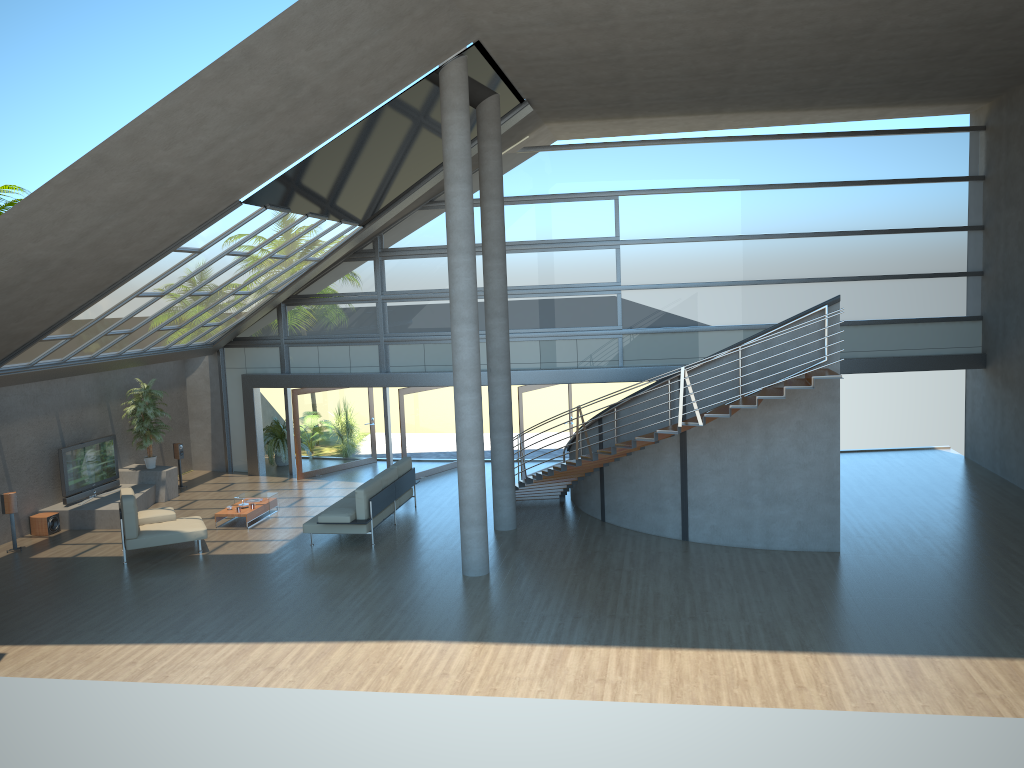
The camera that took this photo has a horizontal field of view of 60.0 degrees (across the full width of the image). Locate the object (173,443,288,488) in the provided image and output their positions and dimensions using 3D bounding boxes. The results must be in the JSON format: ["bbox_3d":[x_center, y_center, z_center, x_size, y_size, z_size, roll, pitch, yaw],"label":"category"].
[{"bbox_3d":[-9.088,2.041,16.712,7.863,0.982,21.345,-1,6,13],"label":"object"}]

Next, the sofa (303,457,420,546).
[{"bbox_3d":[-2.536,1.955,15.179,1.166,0.947,3.079,-1,6,10],"label":"sofa"}]

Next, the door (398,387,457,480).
[{"bbox_3d":[-1.658,0.959,19.243,0.200,1.977,2.298,2,7,33],"label":"door"}]

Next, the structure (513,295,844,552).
[{"bbox_3d":[1.919,0.556,13.712,2.349,3.653,6.809,-8,8,-42],"label":"structure"}]

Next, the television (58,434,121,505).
[{"bbox_3d":[-7.871,1.596,16.562,0.396,1.063,1.568,-1,6,10],"label":"television"}]

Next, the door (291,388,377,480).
[{"bbox_3d":[-3.956,0.976,19.950,0.200,1.977,2.298,2,8,39],"label":"door"}]

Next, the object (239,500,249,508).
[{"bbox_3d":[-4.751,2.112,15.702,0.178,0.161,0.178,-7,8,-38],"label":"object"}]

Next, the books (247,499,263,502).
[{"bbox_3d":[-4.704,2.128,16.240,0.275,0.005,0.189,-3,6,-7],"label":"books"}]

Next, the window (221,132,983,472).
[{"bbox_3d":[1.481,-1.417,18.421,16.616,6.630,1.098,-1,6,8],"label":"window"}]

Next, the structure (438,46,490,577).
[{"bbox_3d":[-0.645,-0.918,11.991,0.381,7.125,0.382,-1,6,10],"label":"structure"}]

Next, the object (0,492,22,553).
[{"bbox_3d":[-8.097,2.236,14.344,0.234,0.959,0.171,-5,7,-25],"label":"object"}]

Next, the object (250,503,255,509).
[{"bbox_3d":[-4.561,2.145,15.606,0.070,0.101,0.085,2,7,38],"label":"object"}]

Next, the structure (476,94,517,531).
[{"bbox_3d":[-0.250,-1.171,14.269,0.381,7.125,0.382,-7,7,-36],"label":"structure"}]

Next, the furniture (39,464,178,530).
[{"bbox_3d":[-7.363,2.114,17.002,1.577,0.610,2.936,-1,6,10],"label":"furniture"}]

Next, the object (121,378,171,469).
[{"bbox_3d":[-7.348,0.782,17.840,0.932,1.857,0.895,-6,7,-31],"label":"object"}]

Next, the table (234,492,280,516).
[{"bbox_3d":[-4.677,2.202,16.268,0.680,0.342,0.400,-1,6,10],"label":"table"}]

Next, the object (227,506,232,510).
[{"bbox_3d":[-4.970,2.169,15.606,0.102,0.086,0.100,-1,6,14],"label":"object"}]

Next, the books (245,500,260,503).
[{"bbox_3d":[-4.730,2.138,16.194,0.275,0.005,0.189,-3,6,-10],"label":"books"}]

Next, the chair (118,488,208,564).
[{"bbox_3d":[-5.555,2.139,14.077,1.244,1.023,1.217,-5,7,-24],"label":"chair"}]

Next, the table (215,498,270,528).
[{"bbox_3d":[-4.743,2.300,15.882,0.600,0.250,1.200,-1,6,10],"label":"table"}]

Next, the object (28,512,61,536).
[{"bbox_3d":[-8.161,2.440,15.453,0.425,0.323,0.362,-1,6,10],"label":"object"}]

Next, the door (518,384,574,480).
[{"bbox_3d":[0.749,0.913,18.764,0.200,1.977,2.298,1,7,31],"label":"door"}]

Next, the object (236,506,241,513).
[{"bbox_3d":[-4.752,2.175,15.389,0.085,0.101,0.070,-1,6,9],"label":"object"}]
